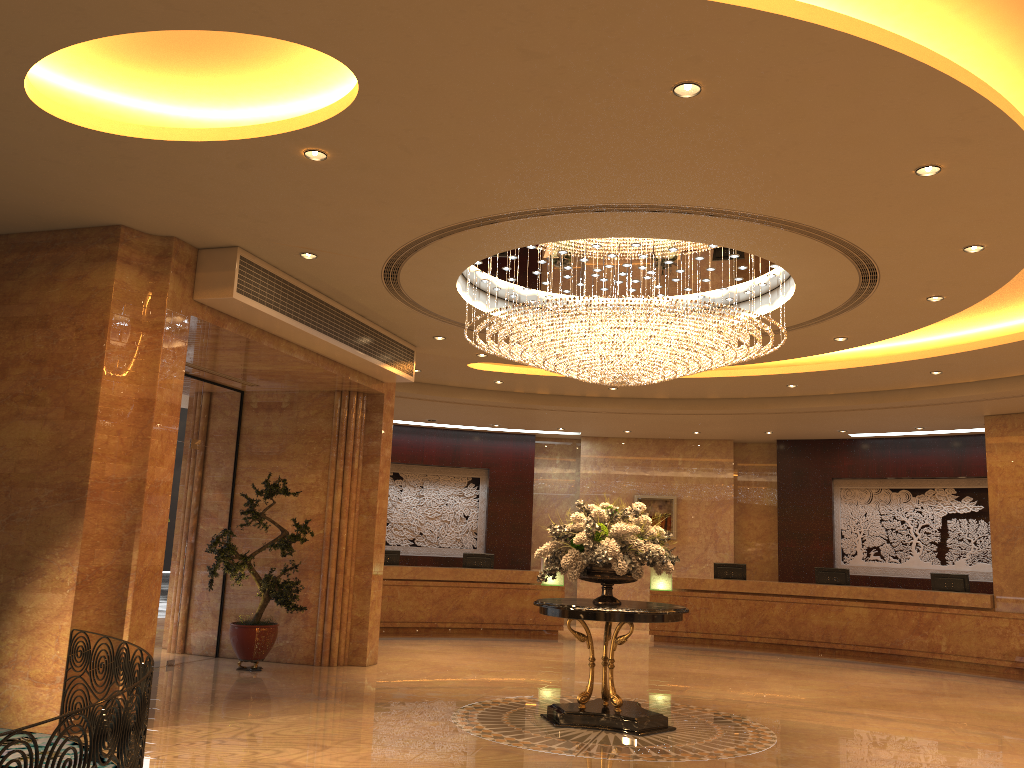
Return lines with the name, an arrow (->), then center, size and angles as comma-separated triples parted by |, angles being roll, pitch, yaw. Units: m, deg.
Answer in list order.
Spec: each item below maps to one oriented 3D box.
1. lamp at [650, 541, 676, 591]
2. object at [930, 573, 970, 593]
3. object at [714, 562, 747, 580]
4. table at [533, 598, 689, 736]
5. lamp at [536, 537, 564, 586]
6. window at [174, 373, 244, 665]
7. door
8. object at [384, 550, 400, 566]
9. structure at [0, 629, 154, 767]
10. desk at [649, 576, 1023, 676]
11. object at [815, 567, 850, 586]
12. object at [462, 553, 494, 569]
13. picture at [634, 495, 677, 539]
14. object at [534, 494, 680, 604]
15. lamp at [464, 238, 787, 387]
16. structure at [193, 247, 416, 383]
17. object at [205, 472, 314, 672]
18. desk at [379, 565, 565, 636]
lamp -> 2.791, 3.384, 16.590 | 0.577, 0.925, 0.542 | -1, -11, 19
object -> 7.303, 3.411, 14.776 | 0.430, 0.500, 0.531 | 4, -11, -10
object -> 4.084, 3.611, 16.615 | 0.430, 0.500, 0.531 | 10, -13, -35
table -> 0.929, 2.650, 8.455 | 1.493, 1.089, 1.493 | 0, -11, 11
lamp -> 0.748, 3.319, 16.710 | 0.570, 0.923, 0.580 | 0, -11, 14
window -> -4.309, 1.533, 10.292 | 0.047, 3.571, 3.515 | -1, -11, 17
door -> -4.325, 1.904, 10.225 | 0.195, 2.758, 1.880 | -1, -11, 17
object -> -2.362, 3.303, 16.326 | 0.531, 0.500, 0.430 | 1, -10, 9
structure -> -4.149, 1.650, 2.836 | 3.815, 0.995, 7.624 | -5, -13, 35
desk -> 7.383, 3.704, 12.906 | 3.466, 1.155, 12.951 | 10, -13, -37
object -> 5.741, 3.548, 15.884 | 0.430, 0.500, 0.531 | 7, -11, -22
object -> -0.804, 3.458, 16.823 | 0.918, 0.500, 0.397 | 2, -10, 0
picture -> 3.000, 2.789, 18.586 | 0.875, 0.890, 0.068 | 1, -10, 8
object -> 0.963, 1.631, 8.676 | 1.318, 0.999, 1.277 | 12, -14, -41
lamp -> 1.119, -0.583, 9.031 | 3.204, 1.196, 3.206 | 10, -13, -35
structure -> -2.103, -0.635, 10.020 | 0.425, 0.483, 4.113 | -1, -11, 17
object -> -3.063, 2.259, 10.768 | 1.250, 2.363, 0.843 | 3, -10, -2
desk -> -1.461, 3.964, 16.362 | 5.227, 1.155, 1.570 | 6, -11, -18
